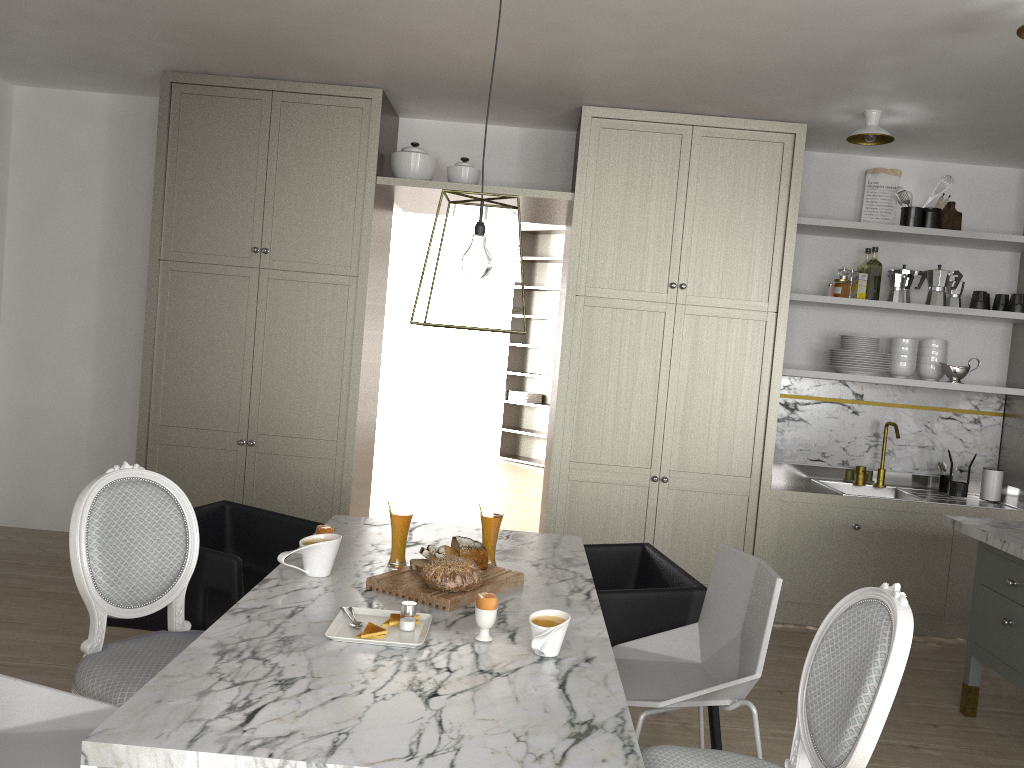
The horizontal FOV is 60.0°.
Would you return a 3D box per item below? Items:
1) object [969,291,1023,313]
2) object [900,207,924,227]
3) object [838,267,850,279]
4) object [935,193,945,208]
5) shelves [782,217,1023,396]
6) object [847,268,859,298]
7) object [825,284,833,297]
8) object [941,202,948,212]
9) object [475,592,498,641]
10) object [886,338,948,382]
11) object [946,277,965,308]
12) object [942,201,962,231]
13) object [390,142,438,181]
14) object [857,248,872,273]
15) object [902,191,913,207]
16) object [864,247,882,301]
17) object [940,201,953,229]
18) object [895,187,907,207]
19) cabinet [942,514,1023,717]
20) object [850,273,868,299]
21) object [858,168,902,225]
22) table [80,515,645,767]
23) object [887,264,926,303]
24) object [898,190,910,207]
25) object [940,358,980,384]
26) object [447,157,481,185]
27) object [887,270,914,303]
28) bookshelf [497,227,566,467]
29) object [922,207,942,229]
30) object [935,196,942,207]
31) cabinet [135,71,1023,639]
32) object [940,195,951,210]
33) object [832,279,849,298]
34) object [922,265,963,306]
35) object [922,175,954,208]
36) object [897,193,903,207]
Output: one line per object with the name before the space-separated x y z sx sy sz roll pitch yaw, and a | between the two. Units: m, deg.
object | 2.444 -0.410 4.489 0.264 0.098 0.173 5 3 9
object | 2.021 -0.830 4.489 0.108 0.118 0.108 5 3 -8
object | 1.705 -0.517 4.573 0.059 0.172 0.059 4 3 -27
object | 2.146 -0.864 4.498 0.023 0.201 0.083 3 3 -34
shelves | 1.983 -0.386 4.526 1.339 0.775 0.352 5 3 1
object | 1.761 -0.513 4.606 0.059 0.172 0.059 6 3 27
object | 1.654 -0.478 4.611 0.046 0.084 0.046 6 3 27
object | 2.228 -0.849 4.562 0.092 0.185 0.023 5 3 11
object | -0.058 0.512 1.956 0.050 0.101 0.050 5 3 8
object | 2.104 -0.131 4.610 0.309 0.216 0.149 5 3 -6
object | 2.258 -0.463 4.529 0.087 0.167 0.138 6 3 25
object | 2.251 -0.845 4.536 0.092 0.183 0.038 5 3 11
object | -0.490 -1.091 4.406 0.241 0.214 0.243 5 3 6
object | 1.832 -0.562 4.595 0.066 0.282 0.066 4 3 -9
object | 2.035 -0.919 4.544 0.050 0.148 0.085 4 3 -27
object | 1.833 -0.558 4.513 0.082 0.282 0.089 5 3 -4
object | 2.243 -0.846 4.544 0.092 0.183 0.038 5 3 11
object | 1.971 -0.921 4.470 0.085 0.148 0.050 5 3 3
cabinet | 2.038 0.953 2.244 0.870 0.721 2.360 5 3 1
object | 1.775 -0.493 4.540 0.044 0.141 0.077 5 3 -4
object | 1.905 -0.949 4.589 0.183 0.327 0.074 5 3 10
table | -0.231 0.830 2.247 0.870 0.583 1.781 5 3 1
object | 2.018 -0.507 4.551 0.175 0.212 0.111 7 3 37
object | 1.998 -0.873 4.448 0.132 0.185 0.039 5 3 -9
object | 2.247 -0.070 4.463 0.210 0.135 0.102 5 3 -7
object | -0.240 -1.043 4.404 0.174 0.161 0.176 5 3 6
object | 1.921 -0.486 4.408 0.087 0.167 0.138 5 3 -3
bookshelf | 1.412 -0.247 8.264 3.513 2.402 0.300 7 3 38
object | 2.126 -0.828 4.528 0.112 0.128 0.112 4 3 -15
object | 2.162 -0.864 4.539 0.079 0.202 0.023 4 3 -19
cabinet | 0.958 -0.081 4.672 5.433 2.377 0.947 5 3 1
object | 2.173 -0.870 4.522 0.106 0.191 0.016 5 3 11
object | 1.672 -0.481 4.512 0.078 0.101 0.078 2 4 -43
object | 2.138 -0.491 4.429 0.111 0.212 0.175 3 3 -28
object | 2.125 -0.955 4.434 0.135 0.187 0.070 5 3 4
object | 2.009 -0.879 4.529 0.098 0.199 0.059 6 3 20
